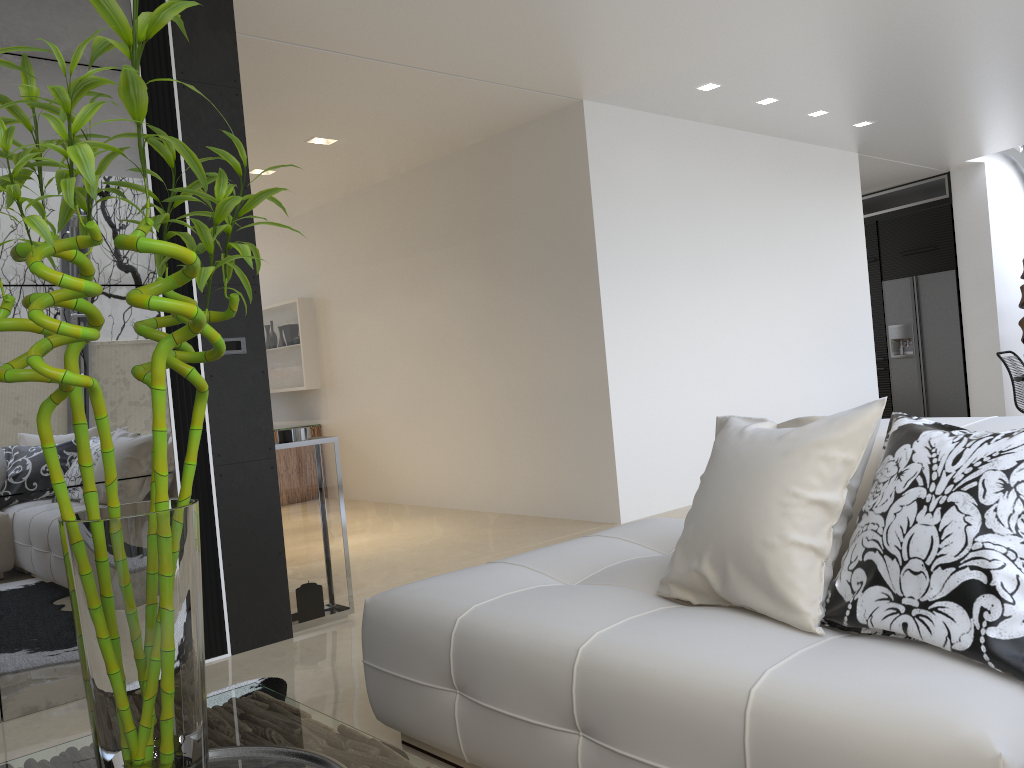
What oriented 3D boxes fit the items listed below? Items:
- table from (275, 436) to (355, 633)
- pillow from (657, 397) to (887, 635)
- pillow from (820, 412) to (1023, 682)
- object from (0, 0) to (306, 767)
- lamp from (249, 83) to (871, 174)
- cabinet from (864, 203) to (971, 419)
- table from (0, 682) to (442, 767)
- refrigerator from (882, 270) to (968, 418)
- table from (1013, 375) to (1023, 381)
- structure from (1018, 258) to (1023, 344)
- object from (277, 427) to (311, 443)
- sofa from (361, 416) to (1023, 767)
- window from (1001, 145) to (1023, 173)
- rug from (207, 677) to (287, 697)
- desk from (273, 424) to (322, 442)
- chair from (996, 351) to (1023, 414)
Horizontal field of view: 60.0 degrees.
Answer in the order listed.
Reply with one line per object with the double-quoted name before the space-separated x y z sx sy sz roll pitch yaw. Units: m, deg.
"table" -0.990 0.703 4.210 0.350 0.872 0.202 -6 1 -41
"pillow" 0.707 0.312 0.803 1.656 0.530 3.322 -5 1 19
"pillow" 0.917 0.311 1.836 0.394 0.471 0.604 -6 1 -26
"object" -0.590 -0.062 1.365 0.584 1.546 0.673 -5 1 -2
"lamp" -1.692 -1.744 6.713 9.928 0.004 9.775 -6 1 -41
"cabinet" 4.898 -0.762 11.166 0.831 2.558 2.252 -6 1 -27
"table" -0.601 0.926 1.459 0.923 0.448 1.007 -6 1 -41
"refrigerator" 4.940 -0.416 10.503 0.234 1.742 1.006 -6 1 -28
"table" 5.359 0.154 6.082 3.031 0.759 2.494 -6 1 -41
"structure" 5.455 -0.422 9.022 0.493 1.843 0.498 -6 1 -30
"object" -1.032 0.241 4.204 0.153 0.059 0.151 -5 1 -1
"sofa" 0.075 0.649 1.040 4.169 0.866 3.257 -6 1 -41
"window" 0.035 -0.444 7.830 16.171 3.674 16.693 -6 1 -35
"rug" -0.656 1.137 1.587 2.739 0.008 2.740 -5 1 35
"desk" -2.661 0.852 9.305 0.793 0.762 1.436 -6 1 -41
"chair" 4.063 -0.012 6.641 0.446 0.519 0.688 -6 1 -41
